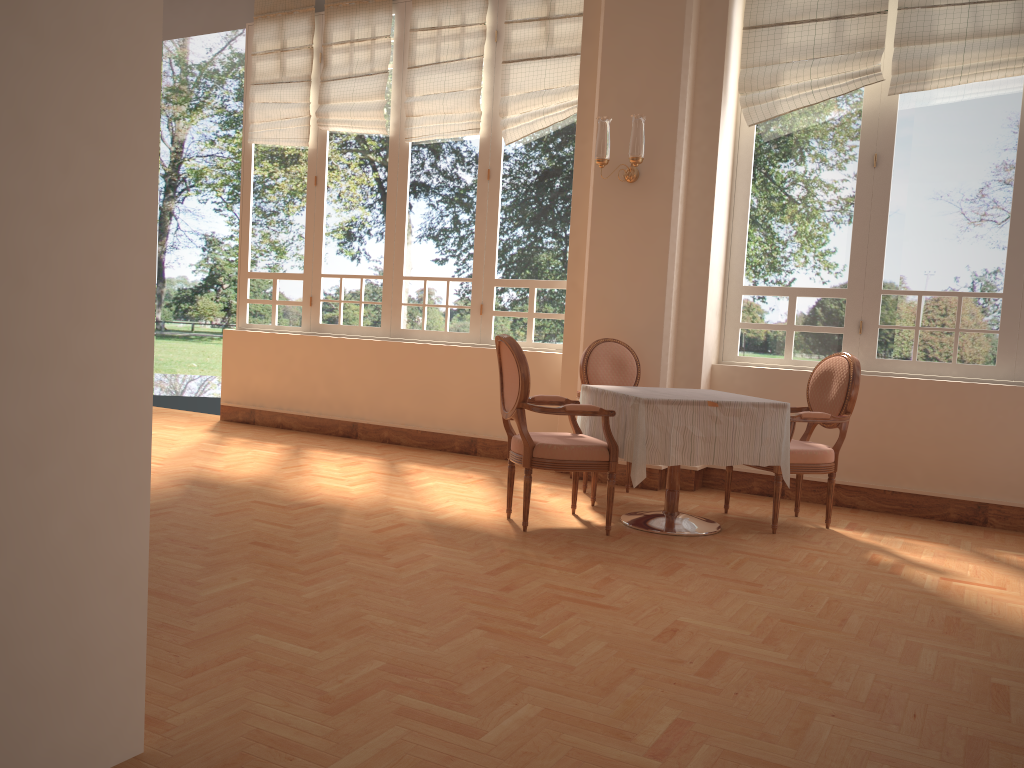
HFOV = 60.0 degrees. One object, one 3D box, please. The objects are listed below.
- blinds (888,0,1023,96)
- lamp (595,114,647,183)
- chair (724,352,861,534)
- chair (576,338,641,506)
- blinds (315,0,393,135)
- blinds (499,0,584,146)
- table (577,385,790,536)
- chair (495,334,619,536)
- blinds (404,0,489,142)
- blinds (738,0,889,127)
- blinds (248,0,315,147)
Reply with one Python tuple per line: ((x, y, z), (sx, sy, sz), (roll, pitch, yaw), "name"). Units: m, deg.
((2.527, -2.239, 4.850), (0.787, 1.237, 0.085), (6, 5, 28), "blinds")
((0.686, -1.421, 5.390), (0.320, 0.362, 0.274), (5, 5, 28), "lamp")
((1.514, 0.283, 4.747), (0.593, 0.932, 0.520), (2, 4, -17), "chair")
((0.636, 0.204, 5.194), (0.521, 0.932, 0.592), (2, 4, -17), "chair")
((-1.255, -2.598, 7.060), (0.699, 1.237, 0.085), (6, 5, 28), "blinds")
((0.246, -2.391, 6.267), (0.698, 1.377, 0.072), (6, 5, 29), "blinds")
((0.835, 0.385, 4.540), (0.829, 0.677, 0.830), (2, 4, -17), "table")
((0.189, 0.232, 4.362), (0.593, 0.932, 0.520), (2, 4, -17), "chair")
((-0.505, -2.497, 6.662), (0.689, 1.302, 0.054), (6, 5, 28), "blinds")
((1.799, -2.236, 5.248), (0.843, 1.377, 0.072), (6, 5, 29), "blinds")
((-1.940, -2.634, 7.450), (0.689, 1.294, 0.038), (6, 5, 28), "blinds")
